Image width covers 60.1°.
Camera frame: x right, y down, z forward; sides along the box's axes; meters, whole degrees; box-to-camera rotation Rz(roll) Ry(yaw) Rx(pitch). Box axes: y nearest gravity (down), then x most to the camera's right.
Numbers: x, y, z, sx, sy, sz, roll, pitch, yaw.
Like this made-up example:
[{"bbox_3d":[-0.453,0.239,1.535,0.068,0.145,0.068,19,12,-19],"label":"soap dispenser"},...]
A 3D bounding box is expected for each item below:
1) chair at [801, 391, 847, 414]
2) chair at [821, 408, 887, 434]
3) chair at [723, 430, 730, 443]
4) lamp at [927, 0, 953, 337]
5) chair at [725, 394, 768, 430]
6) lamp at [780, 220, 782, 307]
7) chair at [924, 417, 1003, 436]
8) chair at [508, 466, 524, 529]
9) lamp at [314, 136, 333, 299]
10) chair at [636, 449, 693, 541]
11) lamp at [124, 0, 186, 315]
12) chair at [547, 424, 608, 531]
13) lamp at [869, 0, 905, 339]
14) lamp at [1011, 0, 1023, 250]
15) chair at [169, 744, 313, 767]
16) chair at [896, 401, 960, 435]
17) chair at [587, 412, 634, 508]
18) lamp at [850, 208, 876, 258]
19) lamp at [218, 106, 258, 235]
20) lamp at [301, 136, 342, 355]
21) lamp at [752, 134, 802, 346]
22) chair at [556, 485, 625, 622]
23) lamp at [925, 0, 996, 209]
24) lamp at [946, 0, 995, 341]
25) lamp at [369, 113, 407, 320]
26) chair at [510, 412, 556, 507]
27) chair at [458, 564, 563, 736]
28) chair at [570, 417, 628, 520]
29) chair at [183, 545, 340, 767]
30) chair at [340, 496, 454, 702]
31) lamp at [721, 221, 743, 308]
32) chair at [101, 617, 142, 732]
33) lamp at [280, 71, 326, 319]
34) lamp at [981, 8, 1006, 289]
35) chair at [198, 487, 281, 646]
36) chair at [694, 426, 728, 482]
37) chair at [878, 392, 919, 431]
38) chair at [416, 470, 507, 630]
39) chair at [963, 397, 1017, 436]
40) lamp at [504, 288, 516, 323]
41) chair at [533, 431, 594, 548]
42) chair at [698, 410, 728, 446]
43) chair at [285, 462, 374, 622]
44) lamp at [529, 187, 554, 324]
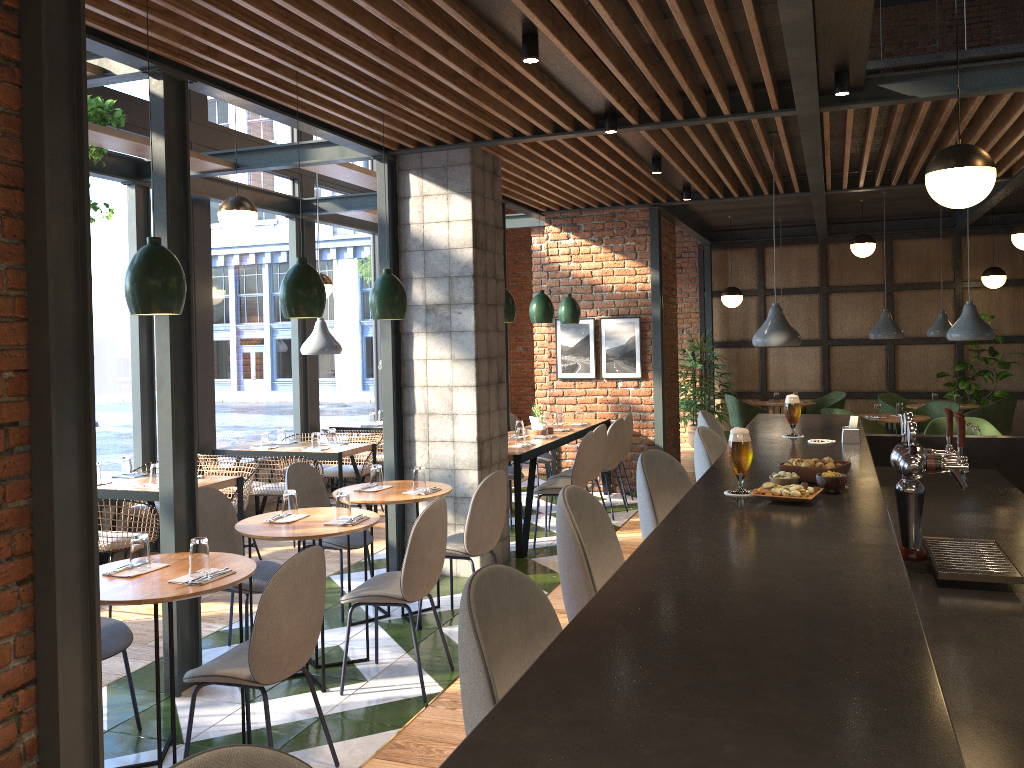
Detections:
[{"bbox_3d":[4.104,0.512,11.680,0.515,0.818,0.639,-1,1,-5],"label":"chair"},{"bbox_3d":[3.573,0.651,9.271,0.515,0.818,0.638,-2,1,-25],"label":"chair"},{"bbox_3d":[1.778,0.807,7.085,0.638,0.818,0.515,-2,1,-15],"label":"chair"},{"bbox_3d":[5.118,-2.814,10.617,0.353,4.489,0.353,-2,0,-35],"label":"lamp"},{"bbox_3d":[3.079,0.541,11.569,0.515,0.818,0.639,-1,1,-5],"label":"chair"},{"bbox_3d":[3.492,-2.828,11.590,0.353,4.489,0.353,-2,0,-35],"label":"lamp"},{"bbox_3d":[3.965,0.720,7.778,0.638,0.818,0.515,-1,1,20],"label":"chair"},{"bbox_3d":[-0.149,0.781,7.785,0.507,0.887,0.418,-1,1,16],"label":"chair"},{"bbox_3d":[-1.906,-2.696,8.527,0.268,3.793,0.268,-1,0,-12],"label":"lamp"},{"bbox_3d":[0.675,0.842,2.869,0.507,1.243,0.418,-1,1,31],"label":"chair"},{"bbox_3d":[-1.399,-1.278,3.420,0.223,2.021,0.224,-1,0,23],"label":"lamp"},{"bbox_3d":[0.557,0.778,7.520,0.507,0.887,0.418,-1,1,26],"label":"chair"},{"bbox_3d":[3.942,-2.725,9.435,0.353,4.489,0.353,-2,0,-35],"label":"lamp"},{"bbox_3d":[4.754,-3.138,8.229,0.268,3.793,0.268,-1,0,-8],"label":"lamp"},{"bbox_3d":[-0.079,0.972,0.737,0.507,1.243,0.418,-1,1,19],"label":"chair"},{"bbox_3d":[4.534,0.609,9.643,0.515,0.818,0.639,-2,1,-20],"label":"chair"},{"bbox_3d":[0.922,0.714,8.579,0.507,0.887,0.418,-1,1,16],"label":"chair"},{"bbox_3d":[3.947,-3.333,10.055,0.268,3.793,0.268,-1,0,-1],"label":"lamp"},{"bbox_3d":[-1.963,-2.945,6.202,0.268,3.793,0.268,-1,0,-27],"label":"lamp"},{"bbox_3d":[-1.704,-2.501,7.673,0.353,4.489,0.353,-1,0,-18],"label":"lamp"},{"bbox_3d":[1.906,-2.525,6.539,0.353,4.489,0.353,-2,0,-35],"label":"lamp"},{"bbox_3d":[0.376,0.876,2.165,0.507,1.243,0.418,-1,1,16],"label":"chair"},{"bbox_3d":[1.844,-2.634,3.718,0.268,3.793,0.268,-1,0,22],"label":"lamp"},{"bbox_3d":[3.680,-2.601,7.201,0.353,4.489,0.353,-2,0,-35],"label":"lamp"},{"bbox_3d":[-0.749,-1.388,5.210,0.223,2.021,0.224,-1,0,23],"label":"lamp"},{"bbox_3d":[0.160,0.723,8.759,0.507,0.887,0.418,-1,1,26],"label":"chair"},{"bbox_3d":[0.184,0.930,1.421,0.507,1.243,0.418,-1,1,18],"label":"chair"},{"bbox_3d":[0.773,0.745,8.052,0.507,0.887,0.418,-1,1,27],"label":"chair"},{"bbox_3d":[-0.946,1.036,3.281,0.507,0.887,0.418,-1,1,21],"label":"chair"},{"bbox_3d":[-0.557,0.978,4.218,0.507,0.887,0.418,-1,1,16],"label":"chair"},{"bbox_3d":[2.742,-2.859,11.202,0.268,3.793,0.268,-1,0,-27],"label":"lamp"},{"bbox_3d":[-1.823,1.040,3.606,0.507,0.887,0.418,-1,1,16],"label":"chair"},{"bbox_3d":[-1.053,-1.336,4.372,0.223,2.021,0.224,-1,0,23],"label":"lamp"},{"bbox_3d":[5.858,-3.063,10.837,0.268,3.793,0.268,-1,0,-27],"label":"lamp"},{"bbox_3d":[-1.401,0.981,4.530,0.507,0.887,0.418,-1,1,21],"label":"chair"},{"bbox_3d":[1.008,0.797,3.580,0.507,1.243,0.418,-1,1,26],"label":"chair"},{"bbox_3d":[4.895,0.527,11.043,0.639,0.818,0.515,-2,1,-38],"label":"chair"},{"bbox_3d":[-0.280,0.927,5.065,0.507,0.887,0.418,-1,1,26],"label":"chair"},{"bbox_3d":[5.479,0.558,10.193,0.639,0.818,0.515,-2,1,-33],"label":"chair"},{"bbox_3d":[-0.100,-1.497,6.996,0.223,2.021,0.224,-1,0,23],"label":"lamp"},{"bbox_3d":[0.400,0.811,6.967,0.507,0.887,0.418,-1,1,16],"label":"chair"},{"bbox_3d":[1.193,0.750,4.393,0.507,1.243,0.418,-1,1,20],"label":"chair"},{"bbox_3d":[-1.107,0.929,5.400,0.507,0.887,0.418,-1,1,21],"label":"chair"},{"bbox_3d":[0.246,-1.555,7.948,0.223,2.021,0.224,-1,0,23],"label":"lamp"}]
